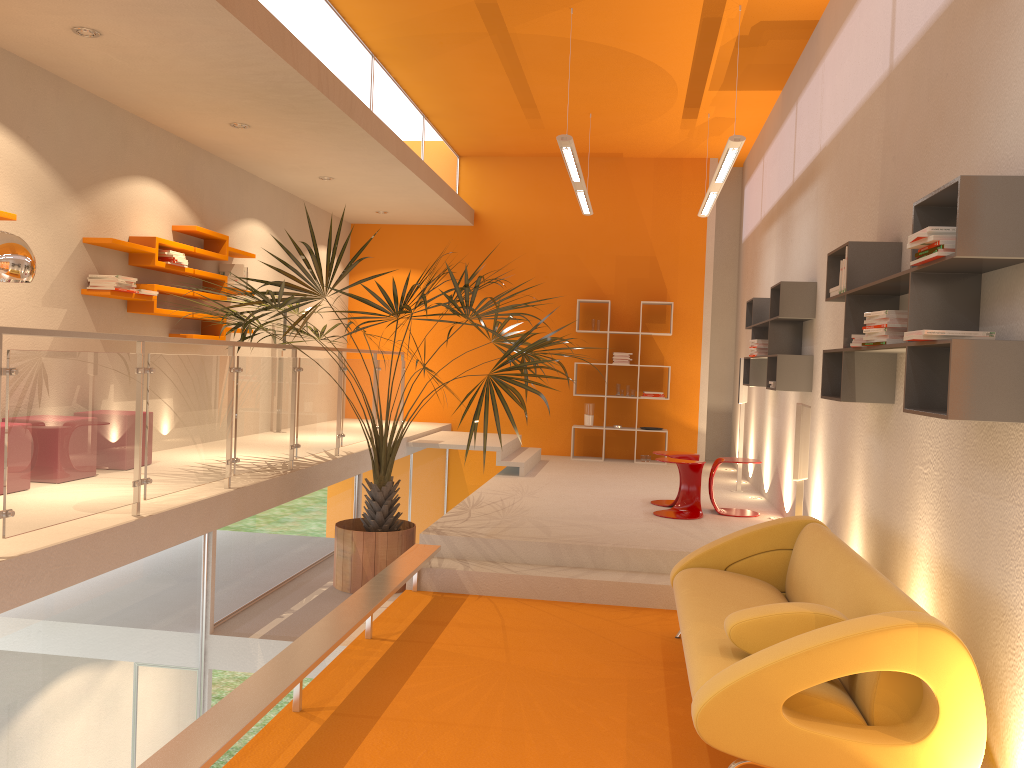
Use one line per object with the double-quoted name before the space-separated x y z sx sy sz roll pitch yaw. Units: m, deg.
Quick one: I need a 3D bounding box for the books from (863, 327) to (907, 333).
"books" 1.655 -0.224 3.769 0.230 0.017 0.226 2 1 -2

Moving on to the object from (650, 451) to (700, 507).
"object" 1.427 0.829 7.739 0.391 0.450 0.420 2 2 -22

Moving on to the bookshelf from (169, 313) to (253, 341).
"bookshelf" -2.648 -0.492 7.885 0.220 0.220 1.150 2 1 8

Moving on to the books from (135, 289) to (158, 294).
"books" -2.785 -0.686 6.567 0.226 0.017 0.230 2 1 8

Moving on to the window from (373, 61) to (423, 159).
"window" -1.114 -2.574 8.778 0.006 0.660 1.869 2 1 8

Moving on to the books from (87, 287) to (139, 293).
"books" -2.818 -0.663 6.269 0.210 0.013 0.297 2 1 8

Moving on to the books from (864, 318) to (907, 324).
"books" 1.647 -0.264 3.779 0.190 0.015 0.254 2 1 -1

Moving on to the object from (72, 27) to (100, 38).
"object" -2.393 -1.995 4.984 0.143 0.059 0.143 2 1 -20

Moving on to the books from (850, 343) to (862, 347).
"books" 1.690 -0.174 4.124 0.210 0.013 0.297 3 2 23

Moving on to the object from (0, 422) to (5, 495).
"object" -2.972 0.409 4.920 0.390 0.377 0.390 2 1 8

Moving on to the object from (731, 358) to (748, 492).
"object" 2.245 0.403 8.731 0.116 1.317 0.111 2 1 4

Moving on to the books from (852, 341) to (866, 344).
"books" 1.693 -0.186 4.127 0.190 0.011 0.268 3 2 24

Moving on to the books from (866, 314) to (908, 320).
"books" 1.644 -0.279 3.771 0.190 0.015 0.254 2 1 4

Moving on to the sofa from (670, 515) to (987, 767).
"sofa" 1.202 1.081 3.889 0.929 0.706 2.081 2 1 8

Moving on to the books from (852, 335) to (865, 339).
"books" 1.691 -0.215 4.130 0.190 0.015 0.254 3 2 24

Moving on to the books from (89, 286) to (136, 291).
"books" -2.819 -0.675 6.265 0.190 0.011 0.268 2 1 9

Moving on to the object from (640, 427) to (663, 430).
"object" 1.742 0.559 11.071 0.294 0.020 0.294 1 2 -43

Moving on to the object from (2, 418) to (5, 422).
"object" -2.886 0.397 5.539 0.390 0.377 0.390 2 1 8

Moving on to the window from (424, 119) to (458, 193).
"window" -0.852 -2.610 10.664 0.006 0.660 1.860 2 1 8

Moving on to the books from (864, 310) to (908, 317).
"books" 1.657 -0.295 3.767 0.230 0.017 0.226 2 1 -2

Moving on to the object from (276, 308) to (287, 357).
"object" -2.437 -0.145 9.370 0.116 1.317 0.111 3 1 14

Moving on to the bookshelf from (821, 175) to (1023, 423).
"bookshelf" 1.691 -0.292 3.838 0.252 0.790 2.000 2 1 8

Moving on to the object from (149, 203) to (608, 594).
"object" -0.820 0.145 6.566 3.098 2.600 3.241 3 1 16

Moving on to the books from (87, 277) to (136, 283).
"books" -2.829 -0.736 6.268 0.254 0.015 0.190 3 1 14

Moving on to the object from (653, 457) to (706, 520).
"object" 1.362 0.840 7.193 0.391 0.450 0.420 3 2 38

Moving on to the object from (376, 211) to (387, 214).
"object" -1.586 -2.106 10.777 0.143 0.059 0.143 2 1 -20

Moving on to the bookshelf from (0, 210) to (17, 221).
"bookshelf" -3.080 -0.965 4.626 0.220 0.220 1.150 2 1 8

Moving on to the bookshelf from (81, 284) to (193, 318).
"bookshelf" -2.805 -0.648 6.710 0.220 0.220 1.150 2 1 8

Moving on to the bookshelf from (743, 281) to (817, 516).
"bookshelf" 2.038 0.330 6.709 0.322 2.145 3.370 2 1 10

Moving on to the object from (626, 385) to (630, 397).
"object" -0.599 2.319 7.971 0.870 4.604 7.392 3 2 38

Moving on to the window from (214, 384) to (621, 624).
"window" -0.606 0.693 8.363 0.908 1.393 6.719 3 2 27

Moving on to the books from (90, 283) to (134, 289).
"books" -2.818 -0.688 6.255 0.190 0.015 0.254 2 1 4

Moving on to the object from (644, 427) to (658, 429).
"object" 1.739 0.557 11.074 0.178 0.020 0.178 3 2 25

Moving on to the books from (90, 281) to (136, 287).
"books" -2.814 -0.703 6.262 0.190 0.015 0.254 2 1 9

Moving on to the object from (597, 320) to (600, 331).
"object" -0.460 1.911 8.106 0.351 5.384 6.779 3 2 28

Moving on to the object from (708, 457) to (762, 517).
"object" 1.860 0.854 7.402 0.420 0.450 0.391 2 1 8

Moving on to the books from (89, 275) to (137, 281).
"books" -2.822 -0.752 6.280 0.226 0.017 0.230 2 1 8

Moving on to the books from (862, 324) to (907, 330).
"books" 1.646 -0.239 3.766 0.210 0.013 0.297 2 1 3

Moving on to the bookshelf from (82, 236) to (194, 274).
"bookshelf" -2.791 -1.005 6.702 0.220 0.220 1.150 2 1 8

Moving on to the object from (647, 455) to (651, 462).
"object" 1.395 2.390 4.567 0.102 2.685 13.193 2 1 2

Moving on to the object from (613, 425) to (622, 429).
"object" 1.319 0.535 11.073 0.106 0.035 0.105 1 2 -38

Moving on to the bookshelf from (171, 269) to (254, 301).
"bookshelf" -2.635 -0.850 7.876 0.220 0.220 1.150 2 1 8

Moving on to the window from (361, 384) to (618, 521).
"window" -0.455 2.260 9.912 0.993 4.599 4.234 3 2 40

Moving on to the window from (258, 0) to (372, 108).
"window" -1.442 -2.529 6.430 0.006 0.660 2.794 2 1 8

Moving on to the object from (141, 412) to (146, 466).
"object" -2.792 0.385 6.208 0.390 0.377 0.390 2 1 3

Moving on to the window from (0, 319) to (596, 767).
"window" -0.806 1.913 7.165 0.481 5.399 8.922 3 1 20

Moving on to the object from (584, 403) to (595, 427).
"object" 0.973 0.391 11.186 0.129 0.291 0.129 3 2 36

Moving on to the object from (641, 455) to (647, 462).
"object" 1.557 2.361 5.870 0.129 2.692 10.507 2 1 1

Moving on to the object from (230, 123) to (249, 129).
"object" -2.124 -2.032 6.915 0.143 0.059 0.143 2 1 -9

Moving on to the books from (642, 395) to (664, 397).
"books" 1.751 0.152 11.016 0.268 0.011 0.190 2 1 9

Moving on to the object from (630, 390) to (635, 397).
"object" 1.723 1.926 7.317 0.190 3.502 7.694 2 1 -3

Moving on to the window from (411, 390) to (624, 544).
"window" 0.092 2.300 10.627 2.294 4.526 1.860 2 1 8

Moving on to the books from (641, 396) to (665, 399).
"books" 1.747 0.164 11.018 0.296 0.013 0.210 2 1 8

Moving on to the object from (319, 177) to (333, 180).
"object" -1.854 -2.069 8.847 0.143 0.059 0.143 2 1 -20

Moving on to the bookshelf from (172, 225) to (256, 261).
"bookshelf" -2.621 -1.205 7.867 0.220 0.220 1.150 2 1 8

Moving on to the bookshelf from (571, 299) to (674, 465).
"bookshelf" 2.025 1.318 10.154 1.107 4.600 3.516 1 2 -35

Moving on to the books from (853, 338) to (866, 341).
"books" 1.696 -0.200 4.136 0.190 0.015 0.254 3 1 19

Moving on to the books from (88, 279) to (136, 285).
"books" -2.825 -0.719 6.266 0.230 0.017 0.227 2 1 3
